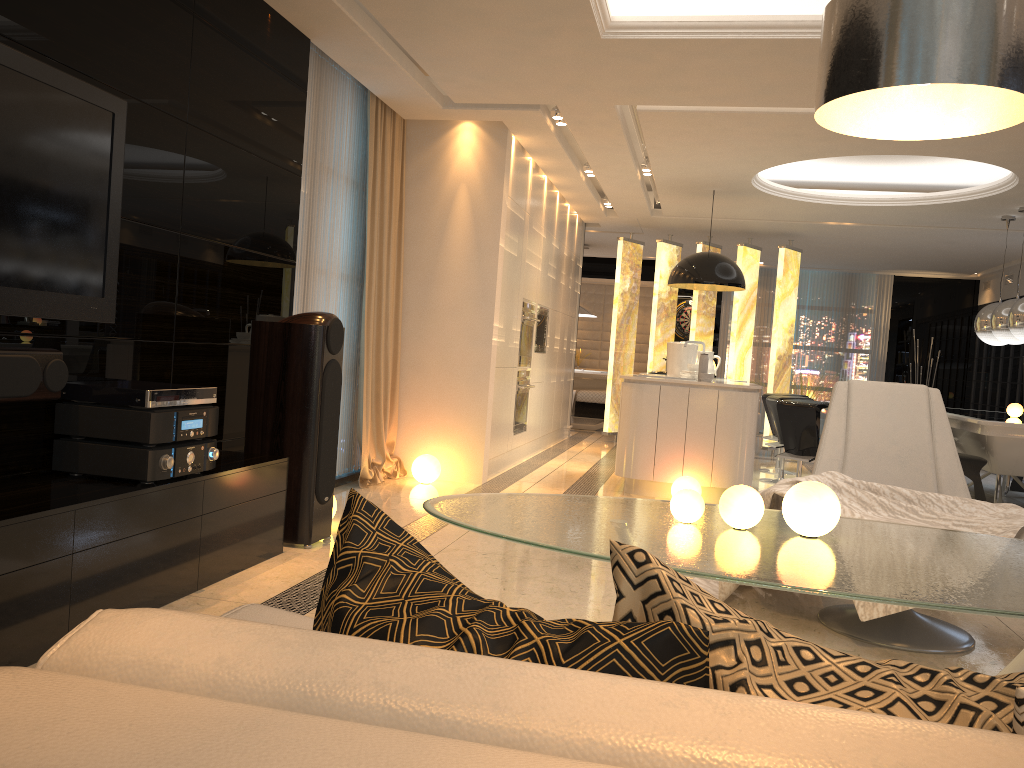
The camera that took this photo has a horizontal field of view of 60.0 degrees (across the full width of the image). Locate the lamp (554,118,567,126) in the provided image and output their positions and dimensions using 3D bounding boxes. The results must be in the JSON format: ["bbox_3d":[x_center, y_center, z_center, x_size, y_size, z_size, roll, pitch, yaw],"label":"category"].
[{"bbox_3d":[0.361,-1.934,6.415,0.107,0.127,0.107,4,2,1],"label":"lamp"}]

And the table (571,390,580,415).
[{"bbox_3d":[0.878,0.286,15.467,0.608,0.457,1.143,5,2,12],"label":"table"}]

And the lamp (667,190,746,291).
[{"bbox_3d":[1.831,-1.340,8.199,0.710,0.898,0.710,5,2,22],"label":"lamp"}]

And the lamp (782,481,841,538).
[{"bbox_3d":[0.770,0.322,2.285,0.143,0.143,0.143,4,2,-4],"label":"lamp"}]

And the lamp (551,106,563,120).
[{"bbox_3d":[0.327,-1.931,6.255,0.107,0.127,0.107,4,2,1],"label":"lamp"}]

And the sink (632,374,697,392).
[{"bbox_3d":[1.236,0.021,7.150,0.485,0.152,0.738,5,2,12],"label":"sink"}]

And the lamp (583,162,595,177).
[{"bbox_3d":[0.712,-1.967,8.063,0.107,0.127,0.270,5,2,12],"label":"lamp"}]

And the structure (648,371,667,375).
[{"bbox_3d":[1.719,-0.108,9.393,0.502,0.026,0.811,5,2,12],"label":"structure"}]

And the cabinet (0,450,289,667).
[{"bbox_3d":[-1.536,0.568,2.726,0.416,0.444,2.842,5,2,12],"label":"cabinet"}]

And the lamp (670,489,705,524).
[{"bbox_3d":[0.465,0.323,2.350,0.090,0.091,0.090,3,2,-28],"label":"lamp"}]

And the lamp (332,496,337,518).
[{"bbox_3d":[-1.039,0.649,4.709,0.212,0.214,0.213,3,2,-28],"label":"lamp"}]

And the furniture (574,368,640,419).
[{"bbox_3d":[1.823,0.184,15.268,1.312,0.810,1.107,5,2,12],"label":"furniture"}]

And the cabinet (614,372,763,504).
[{"bbox_3d":[1.639,0.384,8.244,1.046,0.887,3.752,5,2,12],"label":"cabinet"}]

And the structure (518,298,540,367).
[{"bbox_3d":[-0.094,-0.471,8.009,0.595,0.597,0.609,5,2,12],"label":"structure"}]

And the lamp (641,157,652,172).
[{"bbox_3d":[1.179,-1.921,7.751,0.107,0.127,0.107,4,2,-7],"label":"lamp"}]

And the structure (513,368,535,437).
[{"bbox_3d":[-0.140,0.136,8.031,0.595,0.597,0.609,5,2,12],"label":"structure"}]

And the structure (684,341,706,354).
[{"bbox_3d":[1.451,-0.188,7.073,0.177,0.310,0.089,5,2,12],"label":"structure"}]

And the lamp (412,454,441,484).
[{"bbox_3d":[-0.623,0.618,6.451,0.212,0.214,0.213,3,2,-28],"label":"lamp"}]

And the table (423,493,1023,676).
[{"bbox_3d":[0.791,0.682,2.196,2.140,0.565,0.999,5,2,11],"label":"table"}]

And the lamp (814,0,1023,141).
[{"bbox_3d":[0.603,-0.250,0.934,0.393,2.519,2.009,5,2,12],"label":"lamp"}]

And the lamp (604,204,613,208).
[{"bbox_3d":[1.067,-2.000,9.723,0.107,0.127,0.107,5,2,8],"label":"lamp"}]

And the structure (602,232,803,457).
[{"bbox_3d":[2.272,-0.491,10.646,2.180,2.555,0.448,5,2,12],"label":"structure"}]

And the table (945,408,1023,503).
[{"bbox_3d":[4.316,0.665,7.754,1.293,0.759,3.031,5,2,12],"label":"table"}]

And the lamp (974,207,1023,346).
[{"bbox_3d":[4.499,-0.959,7.709,0.408,1.226,1.827,5,2,12],"label":"lamp"}]

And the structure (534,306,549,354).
[{"bbox_3d":[0.077,-0.543,8.734,0.446,0.450,0.659,5,2,12],"label":"structure"}]

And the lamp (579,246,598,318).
[{"bbox_3d":[0.492,-1.536,12.986,1.578,0.995,0.939,5,2,12],"label":"lamp"}]

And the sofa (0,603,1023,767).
[{"bbox_3d":[0.516,0.633,0.856,2.328,0.754,1.145,5,2,12],"label":"sofa"}]

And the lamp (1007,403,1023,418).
[{"bbox_3d":[4.336,0.226,7.646,0.125,0.125,0.125,3,2,-28],"label":"lamp"}]

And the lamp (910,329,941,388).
[{"bbox_3d":[6.235,0.079,13.506,0.418,1.801,0.200,5,2,12],"label":"lamp"}]

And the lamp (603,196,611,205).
[{"bbox_3d":[1.032,-1.997,9.563,0.107,0.127,0.107,4,2,-7],"label":"lamp"}]

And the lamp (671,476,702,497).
[{"bbox_3d":[1.241,0.761,6.316,0.212,0.214,0.213,3,2,-28],"label":"lamp"}]

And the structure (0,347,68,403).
[{"bbox_3d":[-1.655,-0.026,2.723,0.107,0.179,0.745,5,2,12],"label":"structure"}]

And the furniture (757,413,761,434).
[{"bbox_3d":[3.528,0.585,13.938,0.735,0.357,0.735,5,2,14],"label":"furniture"}]

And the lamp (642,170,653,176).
[{"bbox_3d":[1.213,-1.924,7.911,0.107,0.127,0.107,4,2,-7],"label":"lamp"}]

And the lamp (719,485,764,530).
[{"bbox_3d":[0.601,0.322,2.321,0.115,0.115,0.115,6,3,37],"label":"lamp"}]
